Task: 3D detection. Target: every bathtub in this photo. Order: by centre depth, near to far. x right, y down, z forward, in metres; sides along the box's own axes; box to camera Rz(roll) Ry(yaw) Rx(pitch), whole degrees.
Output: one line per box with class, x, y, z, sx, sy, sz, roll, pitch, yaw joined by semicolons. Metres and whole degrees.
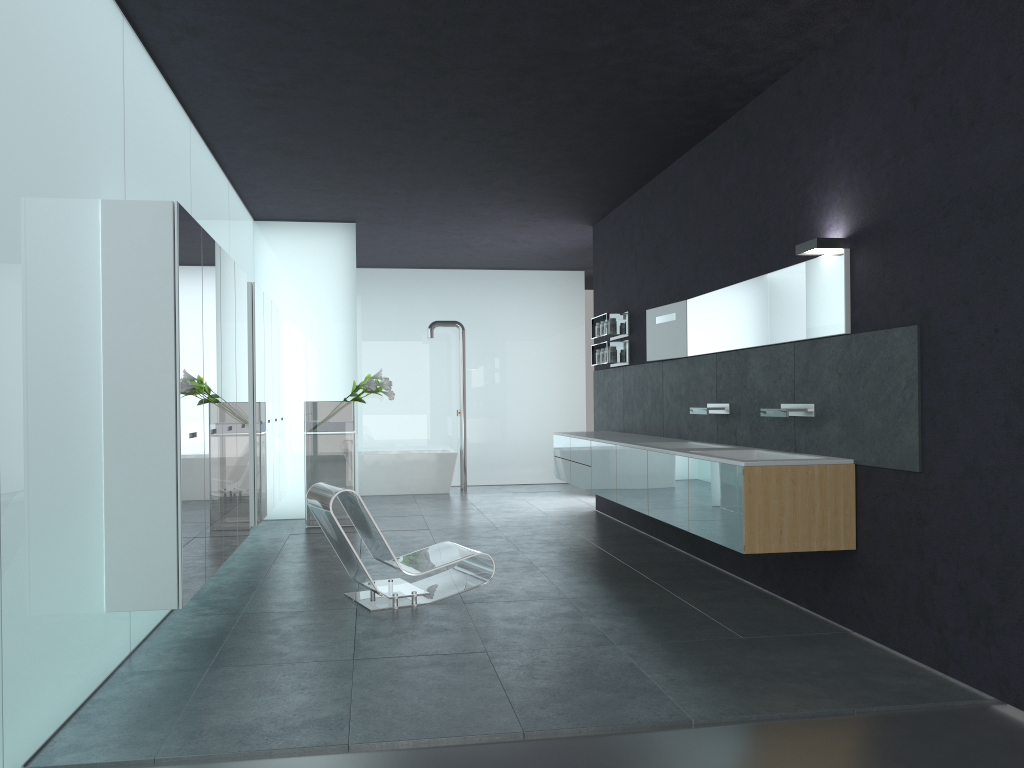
bathtub;-1.909;1.347;14.529;1.977;0.858;0.960;0;-1;-9

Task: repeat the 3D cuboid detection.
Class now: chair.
chair;-0.832;1.168;6.646;1.261;0.871;0.629;0;0;-28

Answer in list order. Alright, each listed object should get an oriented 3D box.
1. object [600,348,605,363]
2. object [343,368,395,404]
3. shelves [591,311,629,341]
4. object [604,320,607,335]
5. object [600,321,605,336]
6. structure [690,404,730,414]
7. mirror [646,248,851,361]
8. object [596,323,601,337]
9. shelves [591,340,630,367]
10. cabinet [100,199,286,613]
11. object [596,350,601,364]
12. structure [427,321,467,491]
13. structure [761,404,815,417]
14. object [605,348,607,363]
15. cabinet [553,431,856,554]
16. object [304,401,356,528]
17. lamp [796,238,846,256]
object;1.109;-0.333;10.642;0.096;0.184;0.067;-1;0;0
object;-1.919;0.181;10.689;1.024;0.779;0.974;0;-1;-17
shelves;1.165;-0.686;10.584;0.265;0.285;0.770;-1;-1;-9
object;1.136;-0.665;10.456;0.096;0.184;0.067;-1;0;-11
object;1.106;-0.661;10.642;0.096;0.184;0.067;-1;0;0
structure;1.677;0.213;7.566;0.186;0.088;0.482;0;-1;-9
mirror;1.785;-0.540;7.361;0.109;0.532;3.723;-1;-1;-11
object;1.072;-0.656;10.853;0.096;0.184;0.067;-1;0;-18
shelves;1.168;-0.358;10.585;0.265;0.285;0.770;-1;-1;-9
cabinet;-2.473;0.180;7.743;0.398;2.215;6.005;-1;-1;-9
object;1.075;-0.329;10.854;0.096;0.184;0.067;-1;0;-18
structure;-1.070;0.387;14.662;0.643;2.872;0.123;-1;0;-10
structure;1.902;0.183;6.165;0.186;0.088;0.482;0;-1;-9
object;1.139;-0.337;10.456;0.096;0.184;0.067;-1;0;-11
cabinet;1.316;0.806;8.174;0.734;0.556;5.584;-1;-1;-9
object;-2.208;0.955;10.796;0.585;1.491;0.575;-1;0;-9
lamp;1.980;-0.882;5.697;0.198;0.066;0.277;0;-1;-9
